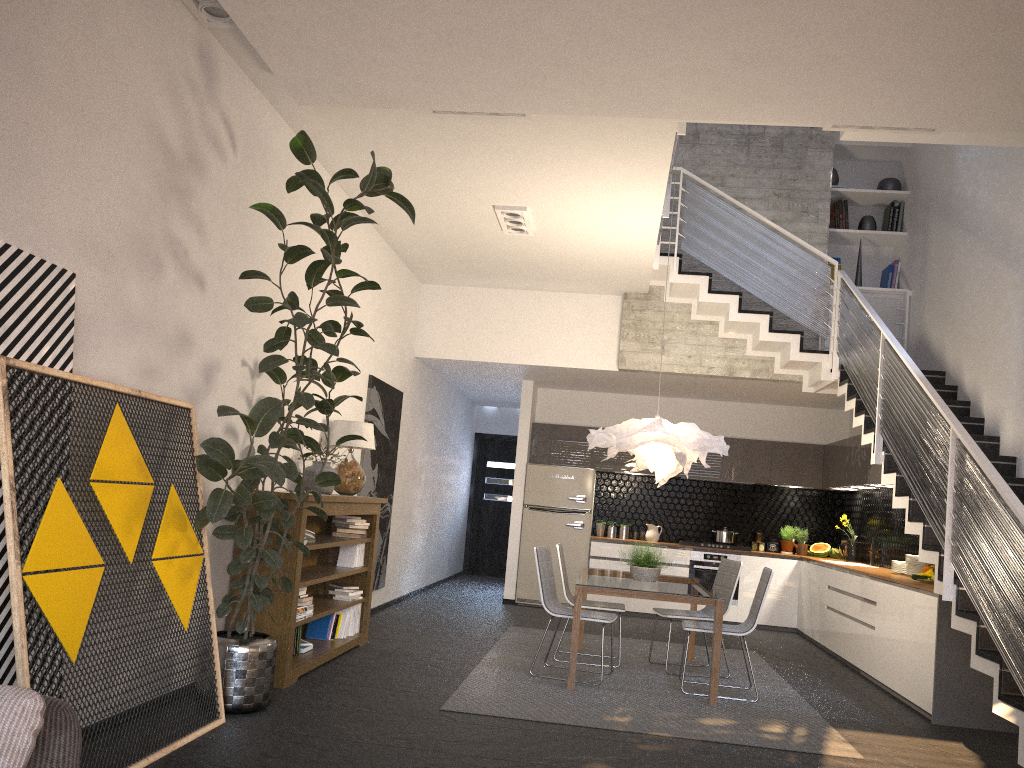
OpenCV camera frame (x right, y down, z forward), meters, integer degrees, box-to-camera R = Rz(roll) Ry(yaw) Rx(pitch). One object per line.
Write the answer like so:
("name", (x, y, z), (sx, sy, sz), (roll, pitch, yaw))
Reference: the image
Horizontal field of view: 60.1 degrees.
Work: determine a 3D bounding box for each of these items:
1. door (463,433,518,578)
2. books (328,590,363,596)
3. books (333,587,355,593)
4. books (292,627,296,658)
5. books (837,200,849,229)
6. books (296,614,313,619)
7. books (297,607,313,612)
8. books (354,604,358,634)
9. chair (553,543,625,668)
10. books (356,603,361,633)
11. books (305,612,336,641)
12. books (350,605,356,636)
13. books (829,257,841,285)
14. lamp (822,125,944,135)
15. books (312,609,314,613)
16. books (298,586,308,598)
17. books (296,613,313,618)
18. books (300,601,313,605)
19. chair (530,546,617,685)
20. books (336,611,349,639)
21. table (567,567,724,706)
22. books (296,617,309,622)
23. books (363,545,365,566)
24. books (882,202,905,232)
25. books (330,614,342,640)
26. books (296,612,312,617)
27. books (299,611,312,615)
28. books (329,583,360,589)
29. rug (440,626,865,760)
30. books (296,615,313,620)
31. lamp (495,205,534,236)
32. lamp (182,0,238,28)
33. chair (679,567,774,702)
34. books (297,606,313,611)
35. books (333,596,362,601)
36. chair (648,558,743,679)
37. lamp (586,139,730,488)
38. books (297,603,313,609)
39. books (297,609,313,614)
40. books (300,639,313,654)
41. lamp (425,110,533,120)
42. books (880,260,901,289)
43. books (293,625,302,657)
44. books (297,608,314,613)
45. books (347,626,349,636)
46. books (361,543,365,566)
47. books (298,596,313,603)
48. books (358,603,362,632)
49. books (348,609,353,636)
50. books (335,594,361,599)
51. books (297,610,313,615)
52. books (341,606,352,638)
("door", (-0.147, 1.975, 14.312), (1.107, 2.305, 0.161), (4, -4, 7))
("books", (-1.293, 1.620, 6.890), (0.175, 0.023, 0.244), (3, -8, 17))
("books", (-1.305, 1.594, 6.879), (0.155, 0.022, 0.206), (7, -8, -13))
("books", (-1.520, 1.675, 5.838), (0.171, 0.240, 0.085), (4, -5, 7))
("books", (3.594, -1.785, 9.679), (0.134, 0.380, 0.273), (4, -5, 7))
("books", (-1.436, 1.477, 5.658), (0.218, 0.008, 0.306), (3, -8, 11))
("books", (-1.434, 1.435, 5.669), (0.218, 0.007, 0.306), (4, -8, 10))
("books", (-1.311, 1.843, 6.989), (0.174, 0.242, 0.019), (4, -4, 7))
("chair", (0.625, 1.797, 7.248), (0.601, 0.915, 0.477), (4, -5, 7))
("books", (-1.305, 1.853, 7.059), (0.175, 0.242, 0.024), (4, -4, 7))
("books", (-1.432, 1.794, 6.638), (0.171, 0.226, 0.166), (4, -6, 7))
("books", (-1.311, 1.832, 6.904), (0.175, 0.242, 0.024), (4, -4, 7))
("books", (3.490, -1.159, 9.636), (0.171, 0.372, 0.273), (4, -6, 7))
("lamp", (2.094, -1.486, 4.936), (0.644, 0.066, 0.255), (4, -7, 7))
("books", (-1.477, 1.513, 5.931), (0.243, 0.034, 0.181), (4, -7, 9))
("books", (-1.489, 1.385, 5.947), (0.216, 0.069, 0.159), (3, -7, 16))
("books", (-1.434, 1.469, 5.657), (0.218, 0.013, 0.306), (3, -8, 11))
("books", (-1.488, 1.460, 5.942), (0.243, 0.023, 0.176), (3, -8, 14))
("chair", (0.450, 1.688, 6.531), (0.601, 0.915, 0.478), (3, -5, 16))
("books", (-1.341, 1.832, 6.745), (0.155, 0.193, 0.105), (4, -5, 7))
("table", (0.995, 1.879, 6.844), (0.996, 0.711, 1.810), (4, -7, 7))
("books", (-1.437, 1.492, 5.657), (0.218, 0.008, 0.306), (4, -8, 6))
("books", (-1.256, 1.367, 7.140), (0.135, 0.188, 0.031), (4, -5, 7))
("books", (4.120, -1.748, 9.598), (0.160, 0.380, 0.267), (4, -5, 7))
("books", (-1.380, 1.831, 6.700), (0.146, 0.182, 0.148), (4, -6, 10))
("books", (-1.440, 1.464, 5.659), (0.218, 0.008, 0.290), (3, -8, 13))
("books", (-1.440, 1.458, 5.660), (0.218, 0.008, 0.290), (3, -8, 13))
("books", (-1.306, 1.572, 6.887), (0.148, 0.023, 0.221), (12, -10, -41))
("rug", (0.958, 2.225, 6.801), (2.369, 0.006, 3.707), (4, -8, 7))
("books", (-1.437, 1.484, 5.656), (0.218, 0.007, 0.306), (3, -8, 11))
("lamp", (0.028, -1.356, 7.298), (0.253, 0.066, 0.649), (4, -8, 7))
("lamp", (-1.483, -1.896, 4.206), (0.253, 0.066, 0.649), (4, -8, 7))
("chair", (1.540, 1.764, 6.389), (0.601, 0.915, 0.477), (4, -5, 10))
("books", (-1.438, 1.427, 5.671), (0.218, 0.007, 0.306), (3, -8, 11))
("books", (-1.277, 1.662, 6.880), (0.155, 0.020, 0.206), (3, -8, 17))
("chair", (1.482, 1.859, 7.147), (0.602, 0.915, 0.477), (6, -5, -7))
("lamp", (1.318, -1.773, 7.109), (1.116, 5.189, 1.067), (4, -5, 18))
("books", (-1.436, 1.419, 5.672), (0.218, 0.013, 0.306), (3, -8, 11))
("books", (-1.435, 1.448, 5.665), (0.218, 0.008, 0.290), (4, -8, 11))
("books", (-1.478, 1.803, 6.085), (0.271, 0.050, 0.258), (11, -9, -38))
("lamp", (-0.205, -1.652, 5.207), (0.644, 0.066, 0.255), (4, -7, 7))
("books", (4.076, -1.120, 9.567), (0.146, 0.381, 0.273), (4, -5, 7))
("books", (-1.501, 1.685, 5.907), (0.167, 0.240, 0.104), (4, -5, 7))
("books", (-1.432, 1.442, 5.668), (0.218, 0.007, 0.306), (4, -8, 10))
("books", (-1.347, 1.824, 6.860), (0.175, 0.242, 0.024), (4, -4, 7))
("books", (-1.260, 1.363, 7.116), (0.136, 0.188, 0.018), (4, -4, 7))
("books", (-1.476, 1.435, 5.947), (0.225, 0.029, 0.180), (4, -8, 10))
("books", (-1.299, 1.858, 7.090), (0.174, 0.243, 0.040), (4, -5, 7))
("books", (-1.325, 1.847, 6.882), (0.155, 0.204, 0.021), (4, -4, 7))
("books", (-1.273, 1.643, 6.886), (0.174, 0.019, 0.245), (5, -7, -3))
("books", (-1.439, 1.453, 5.669), (0.218, 0.006, 0.306), (3, -8, 11))
("books", (-1.333, 1.818, 6.785), (0.174, 0.234, 0.101), (4, -5, 7))
